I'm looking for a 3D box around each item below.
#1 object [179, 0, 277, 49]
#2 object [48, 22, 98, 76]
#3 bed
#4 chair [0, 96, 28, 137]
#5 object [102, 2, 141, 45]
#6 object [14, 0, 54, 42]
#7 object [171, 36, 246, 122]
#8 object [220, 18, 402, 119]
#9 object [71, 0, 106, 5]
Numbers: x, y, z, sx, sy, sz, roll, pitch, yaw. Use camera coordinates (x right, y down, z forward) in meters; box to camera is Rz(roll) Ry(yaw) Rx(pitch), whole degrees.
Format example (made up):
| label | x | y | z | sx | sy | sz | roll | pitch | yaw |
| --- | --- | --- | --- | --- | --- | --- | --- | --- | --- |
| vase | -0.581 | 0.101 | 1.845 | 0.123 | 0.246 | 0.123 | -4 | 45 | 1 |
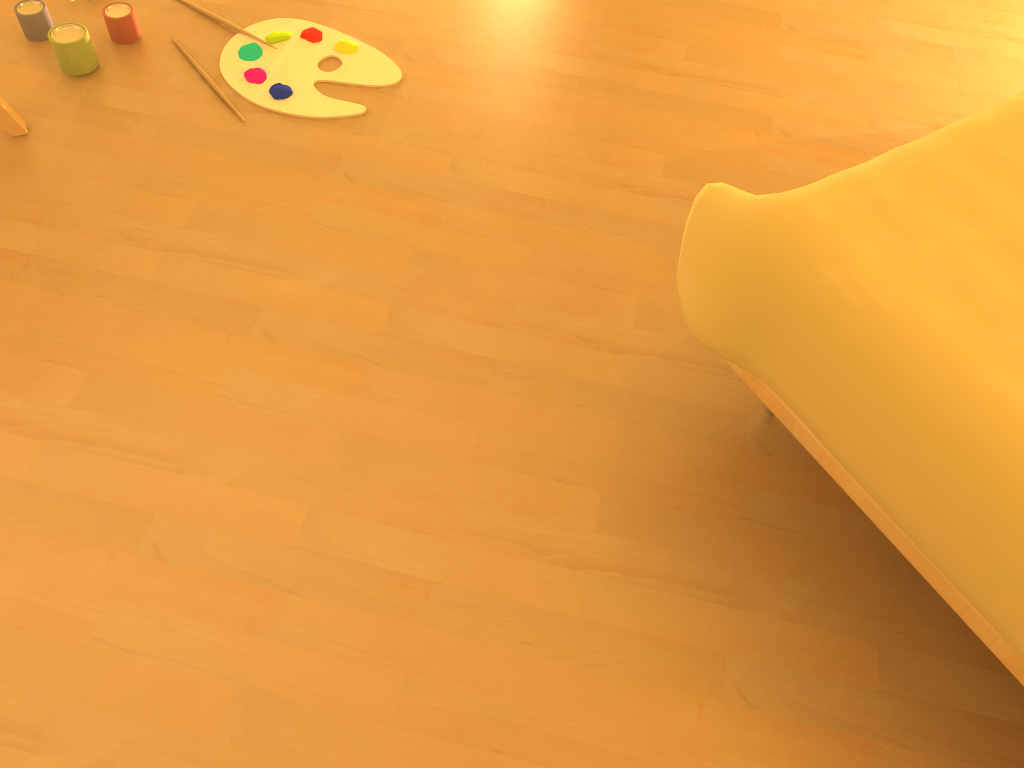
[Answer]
| label | x | y | z | sx | sy | sz | roll | pitch | yaw |
| --- | --- | --- | --- | --- | --- | --- | --- | --- | --- |
| object | -0.620 | -0.775 | 1.891 | 0.325 | 0.015 | 0.010 | 32 | 58 | 17 |
| object | -0.866 | -0.661 | 1.751 | 0.073 | 0.073 | 0.073 | -21 | 59 | -19 |
| bed | 1.488 | -0.291 | 1.187 | 2.378 | 0.894 | 1.286 | -25 | 60 | -21 |
| chair | -1.053 | -0.581 | 1.385 | 0.364 | 0.551 | 0.348 | -15 | 57 | -15 |
| object | -0.802 | -0.741 | 1.823 | 0.060 | 0.060 | 0.060 | 36 | 59 | 19 |
| object | -0.972 | -0.741 | 1.808 | 0.060 | 0.060 | 0.060 | 38 | 60 | 21 |
| object | -0.613 | -0.616 | 1.781 | 0.010 | 0.010 | 0.325 | -30 | 62 | -23 |
| object | -0.429 | -0.651 | 1.820 | 0.366 | 0.014 | 0.288 | 27 | 57 | 14 |
| object | -0.909 | -0.894 | 1.863 | 0.106 | 0.157 | 0.106 | 27 | 57 | 14 |
